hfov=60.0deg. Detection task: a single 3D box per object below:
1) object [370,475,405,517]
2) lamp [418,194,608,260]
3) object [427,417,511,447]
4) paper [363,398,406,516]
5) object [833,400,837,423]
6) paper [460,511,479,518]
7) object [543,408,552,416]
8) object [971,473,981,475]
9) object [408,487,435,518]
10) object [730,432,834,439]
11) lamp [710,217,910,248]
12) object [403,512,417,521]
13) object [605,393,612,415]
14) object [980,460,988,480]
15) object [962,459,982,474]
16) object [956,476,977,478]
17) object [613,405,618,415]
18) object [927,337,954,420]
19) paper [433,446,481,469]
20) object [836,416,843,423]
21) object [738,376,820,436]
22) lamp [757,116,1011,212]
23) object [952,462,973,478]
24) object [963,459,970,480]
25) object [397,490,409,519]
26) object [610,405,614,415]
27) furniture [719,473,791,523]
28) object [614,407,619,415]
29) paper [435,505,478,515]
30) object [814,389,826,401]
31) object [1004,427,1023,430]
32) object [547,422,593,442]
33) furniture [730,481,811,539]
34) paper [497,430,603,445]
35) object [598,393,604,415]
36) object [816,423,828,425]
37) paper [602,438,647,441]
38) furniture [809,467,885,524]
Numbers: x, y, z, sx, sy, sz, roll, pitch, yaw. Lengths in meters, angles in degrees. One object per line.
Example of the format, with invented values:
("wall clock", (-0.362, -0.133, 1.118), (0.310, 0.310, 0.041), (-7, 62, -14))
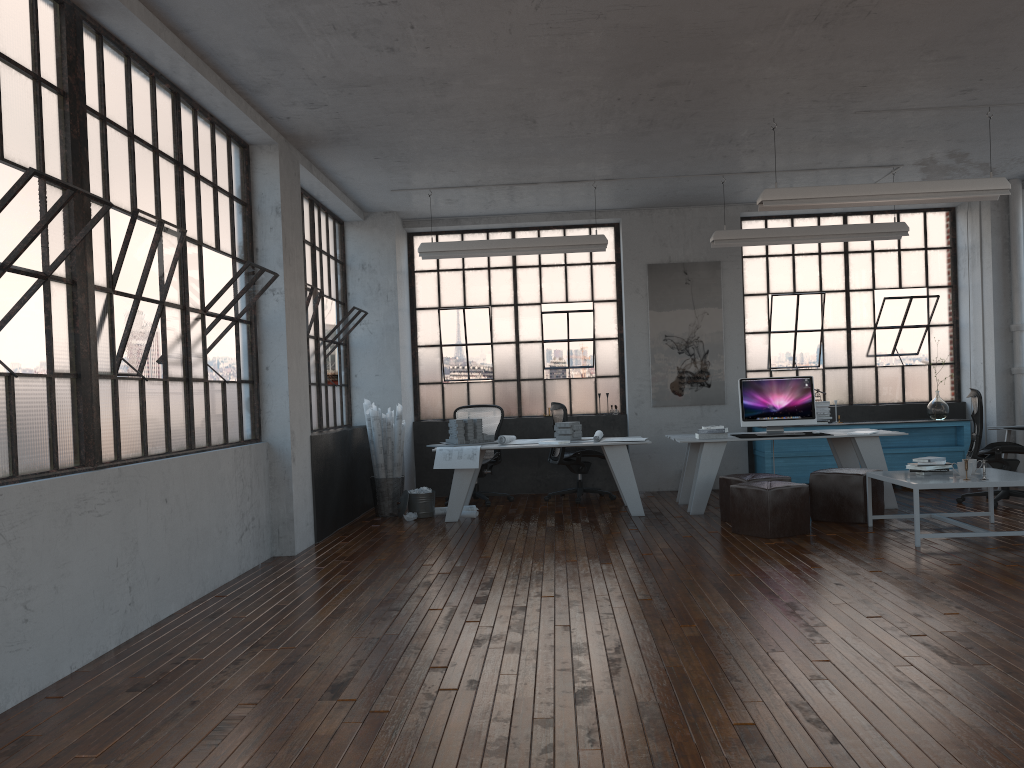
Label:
("object", (-1.258, 1.138, 9.000), (0.354, 0.398, 0.354), (-2, 0, 9))
("lamp", (-0.002, -1.602, 8.789), (1.877, 0.629, 0.202), (-2, 1, 3))
("object", (-0.437, 0.457, 8.891), (0.735, 0.306, 0.434), (-2, 0, -42))
("paper", (-1.284, 0.730, 9.043), (0.412, 1.198, 0.440), (-2, 1, -19))
("object", (3.730, 0.315, 10.203), (0.084, 0.256, 0.084), (-2, 1, -20))
("paper", (-0.483, 1.278, 8.707), (0.341, 0.069, 0.083), (-2, 0, 28))
("object", (0.445, 0.332, 10.533), (0.124, 0.100, 0.124), (-2, 0, 25))
("object", (3.492, 0.683, 6.754), (0.137, 0.003, 0.137), (-2, -1, 24))
("object", (-0.904, 1.171, 8.826), (0.290, 0.294, 0.290), (-2, 0, 44))
("object", (2.575, 0.491, 8.525), (0.848, 0.008, 0.687), (-2, -1, 4))
("lamp", (2.890, -1.488, 8.649), (1.877, 0.205, 0.202), (-2, 0, 3))
("object", (-0.981, 1.281, 8.557), (0.135, 0.084, 0.108), (-2, 0, -7))
("object", (1.134, 0.237, 10.493), (0.085, 0.260, 0.085), (-3, 1, -34))
("object", (3.373, 0.610, 6.332), (0.055, 0.153, 0.055), (-2, 1, -21))
("object", (3.502, 0.629, 6.753), (0.129, 0.109, 0.100), (-2, 0, 11))
("object", (3.348, 0.686, 6.531), (0.137, 0.003, 0.137), (-2, -1, 24))
("object", (1.224, 0.304, 10.459), (0.058, 0.117, 0.032), (-2, 1, 17))
("object", (4.819, -0.068, 9.898), (0.231, 0.940, 0.434), (-2, 1, -16))
("paper", (-0.513, 0.692, 8.352), (0.439, 0.183, 0.434), (-2, 0, 2))
("object", (3.706, 0.400, 10.040), (0.088, 0.085, 0.088), (-2, 0, 7))
("object", (2.567, 0.208, 8.523), (0.714, 0.553, 0.377), (-2, 0, 4))
("lamp", (2.850, -1.712, 6.855), (1.877, 0.629, 0.202), (-2, 1, 3))
("object", (3.325, 0.632, 6.535), (0.129, 0.109, 0.100), (-2, 0, 11))
("object", (3.265, 0.616, 6.369), (0.052, 0.148, 0.052), (-1, 1, 43))
("object", (-1.084, 1.188, 8.745), (0.107, 0.281, 0.293), (-2, 0, -24))
("object", (1.186, 0.306, 10.517), (0.032, 0.117, 0.058), (-3, 1, -36))
("furniture", (2.106, 0.997, 7.679), (0.479, 0.439, 0.480), (-2, 0, -19))
("object", (1.241, 0.312, 10.532), (0.058, 0.102, 0.032), (-2, 1, 38))
("paper", (-0.567, 1.275, 8.901), (0.466, 0.094, 0.113), (-2, 0, -12))
("object", (3.493, 0.110, 10.119), (0.092, 0.161, 0.177), (-2, 0, -29))
("object", (5.062, 0.413, 8.155), (0.687, 0.008, 0.848), (-2, -1, 4))
("object", (0.569, 0.476, 8.905), (0.416, 0.183, 0.389), (-2, 0, 33))
("furniture", (2.054, 0.996, 7.068), (0.470, 0.431, 0.471), (-2, 0, -29))
("paper", (0.411, 0.537, 8.980), (1.075, 0.105, 0.975), (-2, -1, 3))
("object", (1.041, 0.241, 10.514), (0.085, 0.260, 0.085), (-3, 1, -34))
("object", (3.389, 0.446, 9.936), (0.253, 0.014, 0.187), (-2, -1, 3))
("paper", (1.092, 0.538, 8.579), (0.429, 0.001, 0.484), (-2, -1, 13))
("furniture", (2.887, 0.957, 7.642), (0.503, 0.461, 0.503), (-2, 0, 41))
